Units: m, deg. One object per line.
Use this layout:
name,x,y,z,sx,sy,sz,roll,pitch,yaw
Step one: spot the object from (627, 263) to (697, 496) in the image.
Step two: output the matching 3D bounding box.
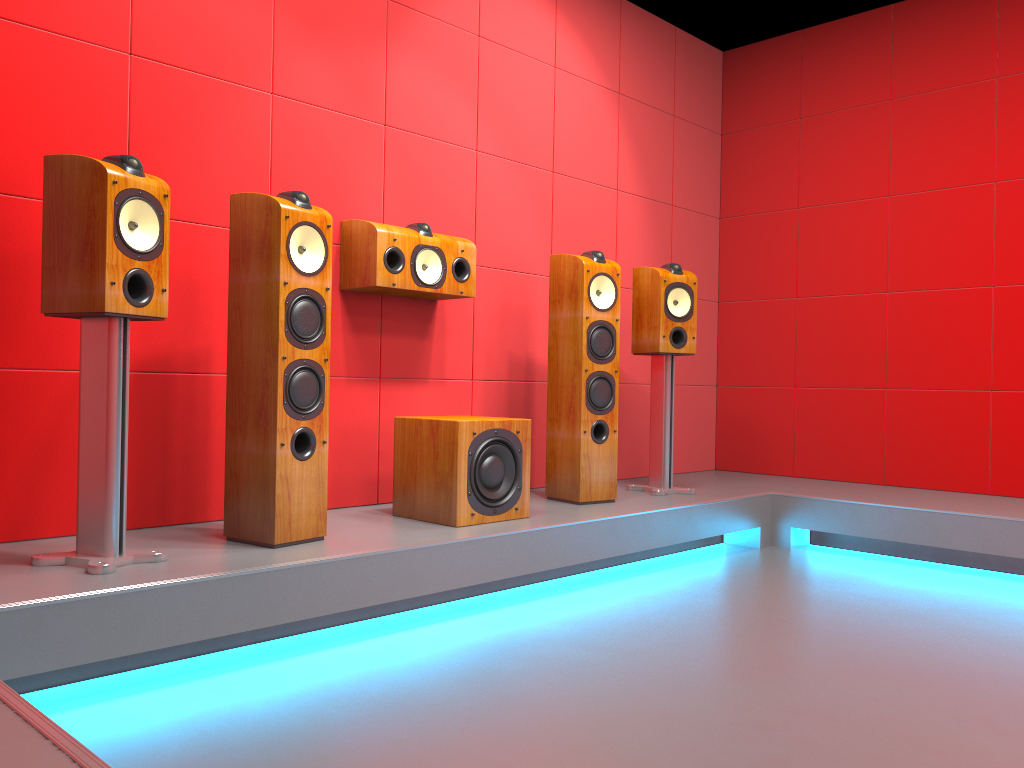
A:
object,0.702,-0.027,4.128,0.231,1.058,0.265,1,0,-26

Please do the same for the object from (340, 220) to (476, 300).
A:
object,-0.395,-0.487,3.455,0.235,0.271,0.493,1,0,44

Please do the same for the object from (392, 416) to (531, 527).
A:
object,-0.179,0.303,3.227,0.360,0.360,0.360,1,0,44

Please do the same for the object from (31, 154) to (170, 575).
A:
object,-1.064,-0.064,2.316,0.265,1.058,0.231,1,0,24

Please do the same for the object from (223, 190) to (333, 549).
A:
object,-0.704,-0.053,2.686,0.238,1.052,0.203,1,0,34

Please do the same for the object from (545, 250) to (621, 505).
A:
object,0.303,-0.032,3.751,0.203,1.052,0.238,1,0,-36
